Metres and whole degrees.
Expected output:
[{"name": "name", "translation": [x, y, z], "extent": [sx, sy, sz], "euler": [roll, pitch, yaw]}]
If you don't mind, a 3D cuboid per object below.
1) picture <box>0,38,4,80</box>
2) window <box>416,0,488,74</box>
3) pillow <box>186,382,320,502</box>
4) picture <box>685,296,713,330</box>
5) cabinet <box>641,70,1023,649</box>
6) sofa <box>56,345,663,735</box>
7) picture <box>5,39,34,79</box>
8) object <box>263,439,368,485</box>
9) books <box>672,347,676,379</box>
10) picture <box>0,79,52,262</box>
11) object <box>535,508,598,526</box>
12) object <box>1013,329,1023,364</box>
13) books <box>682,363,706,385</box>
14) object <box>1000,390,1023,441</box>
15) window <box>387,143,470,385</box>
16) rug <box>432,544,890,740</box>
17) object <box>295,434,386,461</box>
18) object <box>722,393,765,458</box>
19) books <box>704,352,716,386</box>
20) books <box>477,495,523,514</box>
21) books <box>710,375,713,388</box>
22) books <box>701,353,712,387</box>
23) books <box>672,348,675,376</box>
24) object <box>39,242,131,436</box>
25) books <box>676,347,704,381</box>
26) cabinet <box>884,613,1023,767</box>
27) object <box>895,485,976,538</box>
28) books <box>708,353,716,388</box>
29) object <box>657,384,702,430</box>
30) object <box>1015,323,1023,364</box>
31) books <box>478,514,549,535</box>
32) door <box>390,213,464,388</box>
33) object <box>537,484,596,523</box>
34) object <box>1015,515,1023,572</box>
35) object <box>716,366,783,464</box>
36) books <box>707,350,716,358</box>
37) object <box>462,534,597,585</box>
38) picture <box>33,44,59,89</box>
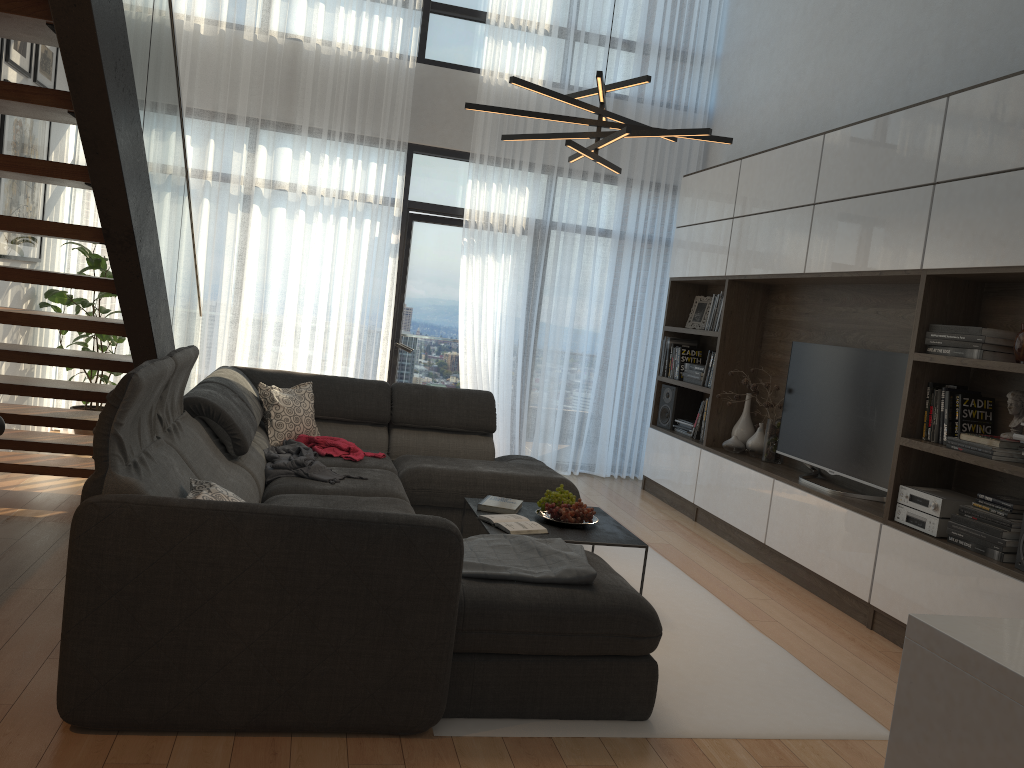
[{"name": "picture", "translation": [-2.707, -1.753, 4.500], "extent": [0.025, 0.990, 0.654], "euler": [6, 5, -13]}, {"name": "window", "translation": [-0.582, -3.732, 6.883], "extent": [4.808, 2.500, 0.119], "euler": [6, 5, -13]}, {"name": "pillow", "translation": [-1.063, 0.290, 3.846], "extent": [0.386, 0.364, 2.734], "euler": [6, 5, -9]}, {"name": "picture", "translation": [1.481, -0.554, 6.916], "extent": [0.114, 0.270, 0.216], "euler": [4, 5, -32]}, {"name": "cabinet", "translation": [1.763, -0.168, 5.090], "extent": [0.338, 2.494, 4.036], "euler": [6, 5, -13]}, {"name": "sofa", "translation": [-0.508, 0.397, 4.089], "extent": [2.108, 0.995, 3.169], "euler": [6, 5, -13]}, {"name": "picture", "translation": [-2.814, -2.055, 5.085], "extent": [0.025, 0.504, 0.410], "euler": [6, 5, -13]}, {"name": "object", "translation": [-1.079, 0.386, 4.365], "extent": [0.411, 0.118, 0.905], "euler": [3, 6, -37]}, {"name": "books", "translation": [1.316, -0.151, 6.782], "extent": [0.169, 0.242, 0.050], "euler": [6, 5, -13]}, {"name": "picture", "translation": [-2.962, -1.246, 5.379], "extent": [0.025, 0.990, 0.871], "euler": [6, 5, -13]}, {"name": "object", "translation": [0.253, 0.625, 4.127], "extent": [0.295, 0.026, 0.295], "euler": [5, 5, -19]}, {"name": "object", "translation": [2.096, -0.161, 3.571], "extent": [0.130, 0.171, 0.130], "euler": [9, 5, 26]}, {"name": "books", "translation": [1.440, -0.061, 6.501], "extent": [0.277, 0.137, 0.343], "euler": [6, 5, -13]}, {"name": "object", "translation": [2.130, 0.131, 3.724], "extent": [0.116, 0.207, 0.117], "euler": [9, 5, 28]}, {"name": "window", "translation": [-0.954, -0.664, 7.130], "extent": [4.808, 2.501, 0.119], "euler": [6, 5, -13]}, {"name": "rug", "translation": [0.274, 0.989, 4.027], "extent": [1.606, 0.013, 2.496], "euler": [6, 5, -13]}, {"name": "object", "translation": [-0.983, 0.335, 4.804], "extent": [0.536, 0.077, 0.323], "euler": [9, 5, 21]}, {"name": "object", "translation": [1.598, 0.272, 5.903], "extent": [0.313, 0.397, 0.313], "euler": [9, 5, 29]}, {"name": "books", "translation": [1.465, -0.094, 6.216], "extent": [0.192, 0.254, 0.075], "euler": [6, 5, -14]}, {"name": "books", "translation": [-0.054, 0.578, 4.228], "extent": [0.179, 0.029, 0.225], "euler": [8, 5, 10]}, {"name": "books", "translation": [1.486, -0.086, 6.120], "extent": [0.197, 0.260, 0.066], "euler": [6, 5, -13]}, {"name": "books", "translation": [1.435, -0.092, 6.235], "extent": [0.172, 0.242, 0.069], "euler": [6, 5, -12]}, {"name": "books", "translation": [1.318, -0.149, 6.805], "extent": [0.170, 0.236, 0.049], "euler": [6, 5, -12]}, {"name": "object", "translation": [-2.925, -0.300, 6.117], "extent": [0.528, 1.463, 0.774], "euler": [8, 5, 7]}, {"name": "books", "translation": [1.343, -0.145, 6.692], "extent": [0.191, 0.249, 0.083], "euler": [6, 5, -13]}, {"name": "cabinet", "translation": [1.195, 0.190, 0.363], "extent": [3.495, 2.401, 2.401], "euler": [6, 5, -13]}, {"name": "object", "translation": [1.928, 0.578, 3.988], "extent": [0.270, 0.174, 0.285], "euler": [6, 5, -13]}, {"name": "books", "translation": [1.477, -0.085, 6.154], "extent": [0.191, 0.249, 0.084], "euler": [6, 5, -13]}, {"name": "object", "translation": [1.302, 0.186, 6.928], "extent": [0.244, 0.331, 0.214], "euler": [5, 5, -23]}, {"name": "object", "translation": [2.161, -0.210, 3.697], "extent": [0.081, 0.265, 0.082], "euler": [8, 5, 9]}, {"name": "books", "translation": [0.003, 0.613, 3.909], "extent": [0.199, 0.025, 0.294], "euler": [4, 5, -34]}, {"name": "door", "translation": [-0.430, -0.368, 7.387], "extent": [1.118, 1.976, 0.206], "euler": [7, 5, -3]}, {"name": "object", "translation": [0.270, 0.557, 4.117], "extent": [0.256, 0.173, 0.279], "euler": [6, 5, -16]}, {"name": "object", "translation": [2.090, 0.569, 3.341], "extent": [0.244, 0.331, 0.214], "euler": [7, 5, -3]}, {"name": "object", "translation": [1.574, 0.183, 5.709], "extent": [0.542, 0.598, 0.317], "euler": [9, 5, 23]}, {"name": "books", "translation": [1.459, -0.101, 6.262], "extent": [0.197, 0.260, 0.066], "euler": [6, 5, -13]}, {"name": "object", "translation": [0.010, 0.736, 3.194], "extent": [0.548, 0.369, 0.685], "euler": [7, 5, -5]}, {"name": "picture", "translation": [-2.931, -2.023, 5.576], "extent": [0.025, 0.333, 0.410], "euler": [6, 5, -13]}]
